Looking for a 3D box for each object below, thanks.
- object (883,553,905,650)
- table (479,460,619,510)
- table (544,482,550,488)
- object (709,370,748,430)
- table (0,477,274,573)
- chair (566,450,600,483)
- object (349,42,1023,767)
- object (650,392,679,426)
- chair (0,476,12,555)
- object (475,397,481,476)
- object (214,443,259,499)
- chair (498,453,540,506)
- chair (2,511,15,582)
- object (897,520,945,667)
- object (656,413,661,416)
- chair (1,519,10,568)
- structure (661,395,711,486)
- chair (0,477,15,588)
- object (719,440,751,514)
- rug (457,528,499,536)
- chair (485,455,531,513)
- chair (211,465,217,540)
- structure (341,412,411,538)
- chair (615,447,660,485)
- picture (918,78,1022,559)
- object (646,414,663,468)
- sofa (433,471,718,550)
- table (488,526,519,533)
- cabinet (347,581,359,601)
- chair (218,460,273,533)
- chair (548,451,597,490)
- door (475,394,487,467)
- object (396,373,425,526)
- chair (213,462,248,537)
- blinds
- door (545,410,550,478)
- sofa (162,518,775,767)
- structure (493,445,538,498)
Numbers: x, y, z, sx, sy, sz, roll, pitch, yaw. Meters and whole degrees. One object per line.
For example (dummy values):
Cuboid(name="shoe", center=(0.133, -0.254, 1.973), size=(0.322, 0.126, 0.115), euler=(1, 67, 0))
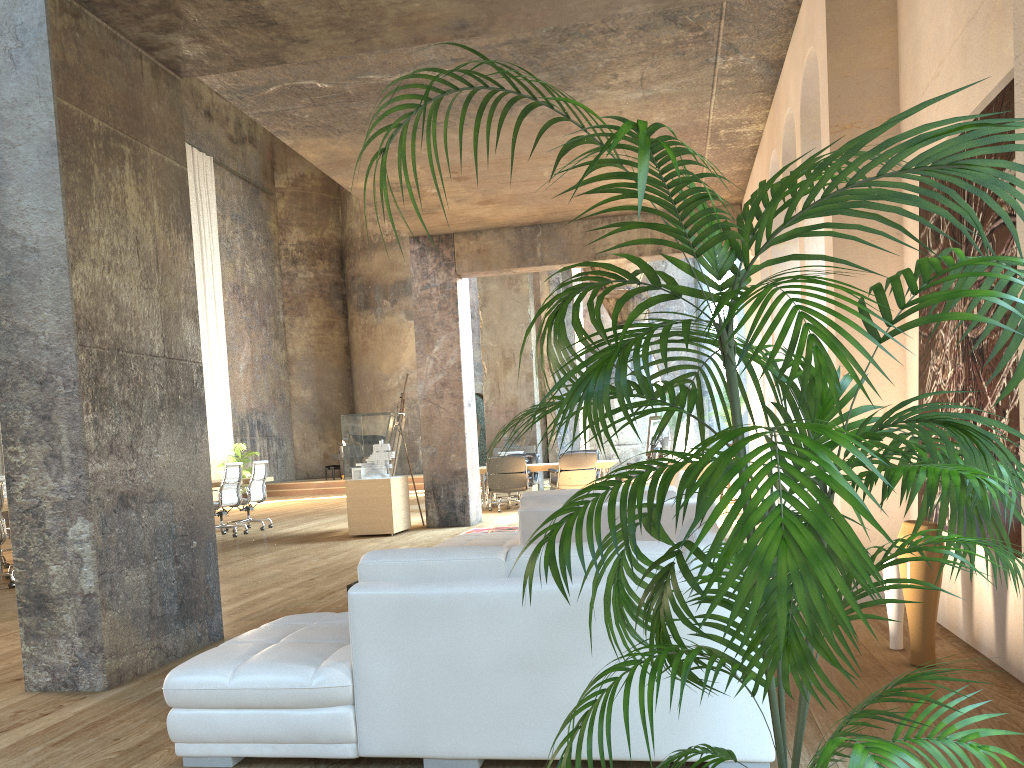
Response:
Cuboid(name="object", center=(1.806, 1.025, 4.141), size=(0.101, 0.455, 0.100), euler=(-1, 4, 35))
Cuboid(name="table", center=(0.574, 1.691, 14.710), size=(2.413, 0.704, 1.100), euler=(-4, -2, 10))
Cuboid(name="table", center=(1.520, 2.136, 20.851), size=(1.873, 0.549, 0.938), euler=(-4, -2, 10))
Cuboid(name="object", center=(2.957, 0.277, 11.820), size=(0.688, 0.945, 0.856), euler=(-3, 0, 1))
Cuboid(name="table", center=(-5.202, 1.671, 10.192), size=(1.603, 0.761, 7.688), euler=(-4, -4, 10))
Cuboid(name="chair", center=(1.209, 1.606, 15.357), size=(0.730, 0.897, 0.817), euler=(-3, 0, 11))
Cuboid(name="object", center=(0.455, 0.252, 1.824), size=(1.404, 1.823, 1.348), euler=(-3, 1, 16))
Cuboid(name="object", center=(3.055, 0.620, 16.925), size=(0.860, 0.945, 0.684), euler=(-3, 1, 13))
Cuboid(name="chair", center=(-5.801, 1.602, 10.620), size=(0.700, 1.031, 0.661), euler=(-3, 2, 19))
Cuboid(name="object", center=(-0.921, 1.381, 19.130), size=(0.685, 2.159, 0.696), euler=(-1, 4, 36))
Cuboid(name="object", center=(-6.628, 2.180, 21.525), size=(1.092, 1.465, 1.124), euler=(-3, 1, 1))
Cuboid(name="chair", center=(0.112, 1.681, 15.562), size=(0.731, 0.897, 0.817), euler=(-3, 0, 17))
Cuboid(name="chair", center=(-4.729, 1.413, 8.714), size=(0.700, 1.031, 0.661), euler=(-3, 2, 16))
Cuboid(name="object", center=(1.789, 0.915, 3.839), size=(0.174, 0.634, 0.236), euler=(-3, 3, -1))
Cuboid(name="object", center=(3.517, 0.760, 19.335), size=(0.689, 0.945, 0.854), euler=(-2, 1, 31))
Cuboid(name="chair", center=(-5.962, 1.552, 9.756), size=(0.700, 1.031, 0.661), euler=(-3, 2, 16))
Cuboid(name="structure", center=(2.281, 0.955, 11.510), size=(0.595, 1.556, 0.738), euler=(-3, 2, 10))
Cuboid(name="chair", center=(-4.892, 1.360, 7.813), size=(0.700, 1.031, 0.661), euler=(-3, 2, 14))
Cuboid(name="object", center=(2.947, 1.233, 11.889), size=(0.656, 0.978, 0.570), euler=(-4, 2, -25))
Cuboid(name="rug", center=(0.565, 1.745, 10.442), size=(2.465, 0.009, 1.342), euler=(-4, -4, 11))
Cuboid(name="chair", center=(-0.054, 1.589, 14.089), size=(0.730, 0.897, 0.818), euler=(-3, 0, 4))
Cuboid(name="chair", center=(-4.236, 1.567, 11.375), size=(0.700, 1.031, 0.661), euler=(-3, 2, 10))
Cuboid(name="structure", center=(-1.738, 1.165, 11.328), size=(0.595, 1.556, 0.738), euler=(-3, 2, 10))
Cuboid(name="chair", center=(2.031, 1.497, 14.428), size=(0.821, 0.898, 0.727), euler=(-3, 1, 5))
Cuboid(name="picture", center=(1.973, -0.209, 3.795), size=(0.069, 1.780, 1.495), euler=(-2, 1, 10))
Cuboid(name="object", center=(3.502, 1.231, 20.511), size=(0.702, 2.159, 0.679), euler=(-1, 4, 39))
Cuboid(name="sofa", center=(0.632, 1.182, 7.485), size=(2.066, 0.725, 2.919), euler=(-4, -4, 10))
Cuboid(name="table", center=(0.234, 1.522, 8.596), size=(0.860, 0.248, 0.369), euler=(-4, -2, 10))
Cuboid(name="cabinet", center=(-0.554, 1.281, 5.376), size=(0.396, 0.370, 1.556), euler=(-3, -3, 10))
Cuboid(name="chair", center=(-3.970, 1.669, 13.071), size=(0.700, 1.031, 0.661), euler=(-3, 2, 16))
Cuboid(name="chair", center=(0.945, 1.523, 13.934), size=(0.728, 0.897, 0.820), euler=(-3, 0, -16))
Cuboid(name="door", center=(-1.050, 1.430, 26.147), size=(0.898, 2.310, 0.091), euler=(-5, 4, -31))
Cuboid(name="object", center=(-1.613, 0.944, 12.189), size=(0.685, 2.159, 0.696), euler=(-3, 3, 9))
Cuboid(name="chair", center=(-4.091, 1.617, 12.217), size=(0.700, 1.031, 0.661), euler=(-3, 2, 19))
Cuboid(name="blinds", center=(-8.020, -1.613, 18.690), size=(0.275, 8.690, 7.791), euler=(-2, 0, 11))
Cuboid(name="door", center=(1.280, 1.440, 25.715), size=(0.110, 2.647, 0.902), euler=(-6, 4, -37))
Cuboid(name="sofa", center=(-0.122, 0.942, 3.360), size=(2.070, 0.725, 1.067), euler=(-4, -2, 10))
Cuboid(name="structure", center=(0.082, 1.772, 17.777), size=(0.744, 1.020, 0.731), euler=(-3, 1, 10))
